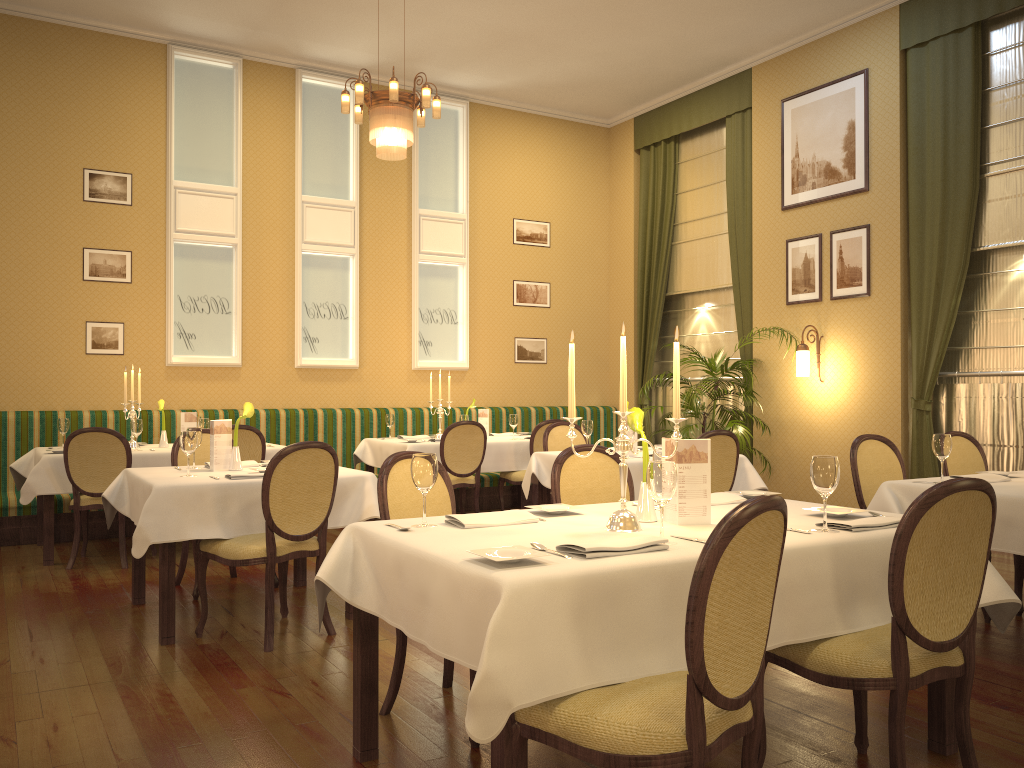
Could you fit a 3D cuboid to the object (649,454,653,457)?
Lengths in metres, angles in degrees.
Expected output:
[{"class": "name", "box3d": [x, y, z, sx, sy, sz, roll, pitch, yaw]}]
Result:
[{"class": "object", "box3d": [1.053, 0.474, 5.931, 0.273, 0.024, 0.142, 0, -1, -31]}]

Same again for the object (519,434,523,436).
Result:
[{"class": "object", "box3d": [0.054, 0.507, 8.853, 0.038, 0.015, 0.181, 0, -1, -29]}]

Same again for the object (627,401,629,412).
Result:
[{"class": "object", "box3d": [0.815, 0.300, 6.250, 0.076, 0.375, 0.163, 0, -1, -9]}]

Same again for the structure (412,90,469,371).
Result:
[{"class": "structure", "box3d": [-0.787, -1.643, 9.648, 0.670, 2.985, 0.200, 0, -1, -31]}]

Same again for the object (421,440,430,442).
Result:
[{"class": "object", "box3d": [-0.747, 0.495, 7.720, 0.038, 0.015, 0.181, 0, -1, -29]}]

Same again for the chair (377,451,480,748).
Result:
[{"class": "chair", "box3d": [-0.182, 0.736, 3.298, 0.571, 0.955, 0.530, 0, -1, 34]}]

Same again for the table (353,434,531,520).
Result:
[{"class": "table", "box3d": [-0.330, 0.883, 8.245, 2.152, 0.759, 1.385, 0, -1, -30]}]

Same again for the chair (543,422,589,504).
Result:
[{"class": "chair", "box3d": [0.543, 0.773, 6.772, 0.530, 0.955, 0.571, 0, -1, -31]}]

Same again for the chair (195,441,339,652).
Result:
[{"class": "chair", "box3d": [-1.164, 0.747, 4.318, 0.571, 0.955, 0.530, 0, -1, 39]}]

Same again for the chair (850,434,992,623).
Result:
[{"class": "chair", "box3d": [2.106, 0.750, 4.639, 0.530, 0.955, 0.571, 0, -1, -31]}]

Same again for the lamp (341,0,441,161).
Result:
[{"class": "lamp", "box3d": [-0.773, -2.356, 5.701, 0.593, 1.796, 0.593, 0, -1, -33]}]

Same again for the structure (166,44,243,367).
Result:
[{"class": "structure", "box3d": [-2.910, -1.656, 8.393, 0.687, 2.985, 0.200, 0, -1, -31]}]

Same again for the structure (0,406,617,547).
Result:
[{"class": "structure", "box3d": [-4.874, 0.738, 6.724, 14.516, 1.031, 0.850, 0, -1, -31]}]

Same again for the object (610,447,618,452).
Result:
[{"class": "object", "box3d": [0.721, 0.475, 6.442, 0.273, 0.033, 0.142, 0, -1, -31]}]

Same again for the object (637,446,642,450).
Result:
[{"class": "object", "box3d": [0.938, 0.480, 6.605, 0.160, 0.024, 0.160, 0, -1, -31]}]

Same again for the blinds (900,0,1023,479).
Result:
[{"class": "blinds", "box3d": [3.732, -1.022, 6.573, 0.129, 4.537, 1.878, 0, -1, -31]}]

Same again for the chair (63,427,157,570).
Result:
[{"class": "chair", "box3d": [-2.812, 0.766, 6.162, 0.530, 0.955, 0.571, 0, -1, -6]}]

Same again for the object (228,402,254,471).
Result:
[{"class": "object", "box3d": [-1.479, 0.285, 4.837, 0.163, 0.375, 0.076, 0, -1, 36]}]

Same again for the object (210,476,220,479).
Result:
[{"class": "object", "box3d": [-1.484, 0.463, 4.415, 0.017, 0.010, 0.185, 0, -1, -31]}]

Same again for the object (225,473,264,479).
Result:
[{"class": "object", "box3d": [-1.288, 0.458, 4.454, 0.273, 0.024, 0.142, 0, -1, -31]}]

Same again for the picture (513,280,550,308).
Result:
[{"class": "picture", "box3d": [0.230, -1.036, 10.222, 0.504, 0.294, 0.008, 0, -1, -31]}]

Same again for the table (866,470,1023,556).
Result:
[{"class": "table", "box3d": [2.820, 0.841, 4.226, 2.152, 0.759, 1.385, 0, -1, -30]}]

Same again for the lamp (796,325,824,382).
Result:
[{"class": "lamp", "box3d": [2.664, -0.273, 7.960, 0.323, 0.513, 0.114, 1, -1, -41]}]

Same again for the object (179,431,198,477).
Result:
[{"class": "object", "box3d": [-1.643, 0.354, 4.505, 0.088, 0.229, 0.088, 0, -1, 11]}]

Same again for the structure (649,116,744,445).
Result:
[{"class": "structure", "box3d": [2.054, -0.977, 9.657, 0.123, 4.511, 1.942, 0, -1, -31]}]

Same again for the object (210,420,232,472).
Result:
[{"class": "object", "box3d": [-1.617, 0.336, 4.855, 0.081, 0.277, 0.166, 0, -1, 16]}]

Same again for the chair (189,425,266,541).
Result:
[{"class": "chair", "box3d": [-2.114, 0.771, 6.581, 0.530, 0.955, 0.571, 0, -1, -31]}]

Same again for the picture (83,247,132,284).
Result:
[{"class": "picture", "box3d": [-3.622, -1.060, 7.945, 0.401, 0.294, 0.008, 0, -1, -31]}]

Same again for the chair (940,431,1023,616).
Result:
[{"class": "chair", "box3d": [2.771, 0.754, 5.032, 0.530, 0.955, 0.571, 0, -1, -31]}]

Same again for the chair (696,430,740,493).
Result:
[{"class": "chair", "box3d": [1.131, 0.761, 5.677, 0.530, 0.955, 0.571, 0, -1, -31]}]

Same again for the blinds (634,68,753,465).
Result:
[{"class": "blinds", "box3d": [1.956, -0.991, 9.598, 0.225, 4.537, 1.934, 0, -1, -31]}]

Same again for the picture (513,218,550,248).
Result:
[{"class": "picture", "box3d": [0.230, -1.741, 10.229, 0.504, 0.294, 0.008, 0, -1, -31]}]

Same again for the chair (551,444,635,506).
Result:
[{"class": "chair", "box3d": [0.470, 0.740, 3.672, 0.530, 0.955, 0.571, 0, -1, -31]}]

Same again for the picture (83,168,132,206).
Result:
[{"class": "picture", "box3d": [-3.622, -1.764, 7.952, 0.401, 0.294, 0.008, 0, -1, -31]}]

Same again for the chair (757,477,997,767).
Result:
[{"class": "chair", "box3d": [1.058, 0.729, 2.576, 0.530, 0.955, 0.571, 0, -1, -31]}]

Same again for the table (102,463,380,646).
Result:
[{"class": "table", "box3d": [-1.426, 0.847, 4.790, 1.395, 0.759, 1.389, 0, -1, -29]}]

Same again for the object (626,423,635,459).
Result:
[{"class": "object", "box3d": [0.750, 0.367, 5.735, 0.088, 0.229, 0.088, 0, -1, 17]}]

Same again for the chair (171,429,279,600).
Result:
[{"class": "chair", "box3d": [-1.773, 0.758, 5.406, 0.530, 0.955, 0.571, 1, -1, -41]}]

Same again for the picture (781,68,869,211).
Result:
[{"class": "picture", "box3d": [2.810, -2.182, 8.029, 0.027, 1.057, 0.966, 0, -1, -31]}]

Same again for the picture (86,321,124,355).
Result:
[{"class": "picture", "box3d": [-3.638, -0.408, 7.929, 0.313, 0.294, 0.008, 0, -1, -31]}]

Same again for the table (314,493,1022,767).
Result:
[{"class": "table", "box3d": [0.518, 0.827, 2.866, 2.152, 0.759, 1.385, 0, -1, -30]}]

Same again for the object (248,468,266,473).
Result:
[{"class": "object", "box3d": [-1.293, 0.459, 4.670, 0.160, 0.024, 0.160, 0, -1, -31]}]

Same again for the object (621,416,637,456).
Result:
[{"class": "object", "box3d": [0.774, 0.348, 6.032, 0.081, 0.277, 0.166, 0, -1, -24]}]

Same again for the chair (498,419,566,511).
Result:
[{"class": "chair", "box3d": [0.225, 0.785, 7.927, 0.530, 0.955, 0.571, 0, -1, -31]}]

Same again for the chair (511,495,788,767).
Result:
[{"class": "chair", "box3d": [0.340, 0.724, 2.101, 0.571, 0.955, 0.530, 0, -1, 39]}]

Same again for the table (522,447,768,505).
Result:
[{"class": "table", "box3d": [0.897, 0.862, 6.162, 1.395, 0.759, 1.389, 0, -1, -29]}]

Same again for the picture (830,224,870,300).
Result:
[{"class": "picture", "box3d": [2.958, -1.060, 7.774, 0.022, 0.619, 0.412, 0, -1, -31]}]

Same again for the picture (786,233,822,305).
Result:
[{"class": "picture", "box3d": [2.699, -1.056, 8.212, 0.022, 0.619, 0.412, 0, -1, -31]}]

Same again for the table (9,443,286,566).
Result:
[{"class": "table", "box3d": [-2.654, 0.869, 6.871, 2.152, 0.759, 1.385, 0, -1, -30]}]

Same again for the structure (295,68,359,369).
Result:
[{"class": "structure", "box3d": [-1.880, -1.649, 9.002, 0.661, 2.985, 0.200, 0, -1, -31]}]

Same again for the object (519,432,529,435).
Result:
[{"class": "object", "box3d": [0.119, 0.504, 8.945, 0.160, 0.024, 0.160, 0, -1, -31]}]

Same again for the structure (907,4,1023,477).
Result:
[{"class": "structure", "box3d": [3.831, -1.009, 6.640, 0.134, 4.511, 1.900, 0, -1, -31]}]

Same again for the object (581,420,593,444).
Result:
[{"class": "object", "box3d": [0.539, 0.374, 6.348, 0.088, 0.229, 0.088, 0, -1, 17]}]

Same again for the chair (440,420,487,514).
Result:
[{"class": "chair", "box3d": [-0.517, 0.781, 7.527, 0.530, 0.955, 0.571, 0, -1, -31]}]

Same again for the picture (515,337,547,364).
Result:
[{"class": "picture", "box3d": [0.218, -0.384, 10.208, 0.437, 0.294, 0.008, 0, -1, -31]}]

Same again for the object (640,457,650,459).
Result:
[{"class": "object", "box3d": [0.838, 0.477, 5.788, 0.017, 0.010, 0.185, 0, -1, -31]}]
